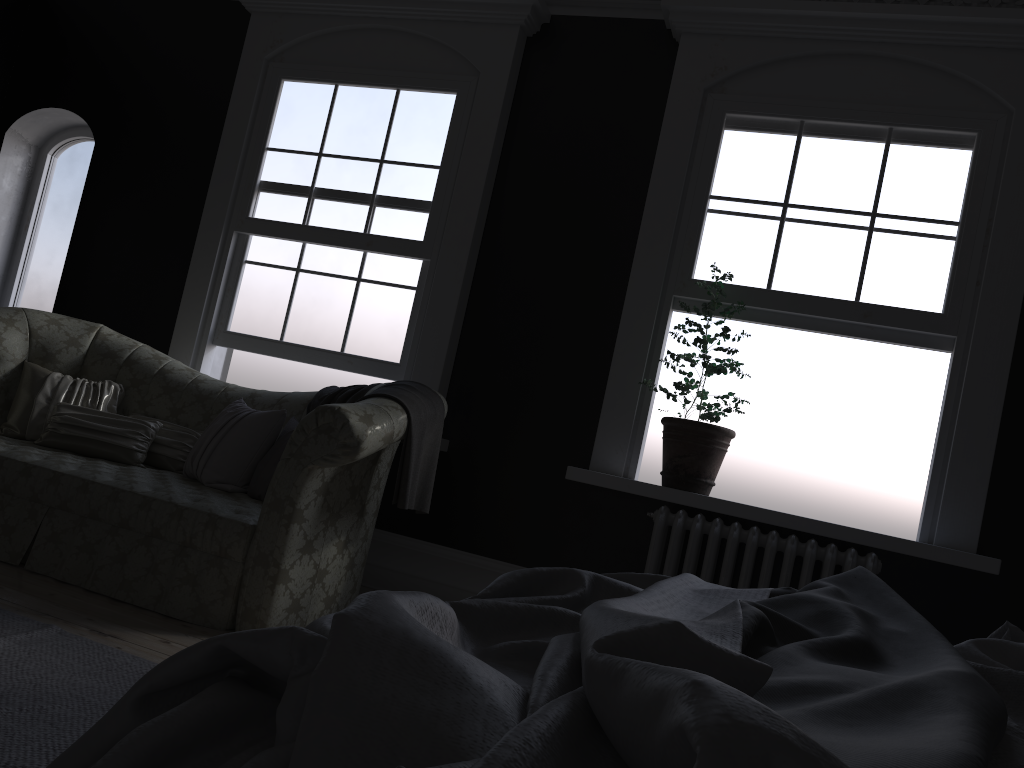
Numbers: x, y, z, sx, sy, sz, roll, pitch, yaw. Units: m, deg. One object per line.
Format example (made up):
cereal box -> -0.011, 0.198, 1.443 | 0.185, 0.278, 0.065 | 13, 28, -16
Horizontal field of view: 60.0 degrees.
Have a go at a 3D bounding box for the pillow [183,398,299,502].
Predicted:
pillow -> -1.192, 0.324, 4.265 | 0.962, 0.461, 0.406 | 10, -5, 26

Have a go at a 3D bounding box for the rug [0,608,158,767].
rug -> -2.571, 0.513, 2.247 | 3.640, 0.050, 2.111 | 11, -5, 19

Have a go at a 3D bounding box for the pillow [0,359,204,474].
pillow -> -2.132, 0.165, 4.565 | 1.104, 0.415, 0.530 | 11, -5, 19

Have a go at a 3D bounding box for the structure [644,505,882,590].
structure -> 1.113, 1.093, 4.171 | 1.140, 0.847, 0.277 | 11, -4, 19

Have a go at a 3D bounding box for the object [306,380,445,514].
object -> -0.696, 0.251, 4.275 | 0.518, 0.584, 1.366 | 14, -5, -22

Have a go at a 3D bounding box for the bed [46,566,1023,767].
bed -> 0.956, 0.557, 1.267 | 3.281, 1.296, 2.771 | 12, -5, 7

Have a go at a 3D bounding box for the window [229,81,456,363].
window -> -1.044, -1.014, 5.373 | 1.261, 1.669, 0.056 | 11, -4, 19

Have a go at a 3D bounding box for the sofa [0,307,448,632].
sofa -> -1.682, 0.346, 4.471 | 2.809, 1.159, 1.610 | 11, -5, 20

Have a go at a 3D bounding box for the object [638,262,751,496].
object -> 0.957, -0.025, 4.440 | 0.506, 1.132, 0.473 | 15, -4, -31

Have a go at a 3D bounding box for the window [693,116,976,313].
window -> 1.602, -0.843, 4.501 | 1.261, 1.016, 0.056 | 11, -4, 19

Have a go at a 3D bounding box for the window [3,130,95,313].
window -> -3.265, -1.154, 6.539 | 0.739, 1.455, 0.113 | 11, -4, 19
